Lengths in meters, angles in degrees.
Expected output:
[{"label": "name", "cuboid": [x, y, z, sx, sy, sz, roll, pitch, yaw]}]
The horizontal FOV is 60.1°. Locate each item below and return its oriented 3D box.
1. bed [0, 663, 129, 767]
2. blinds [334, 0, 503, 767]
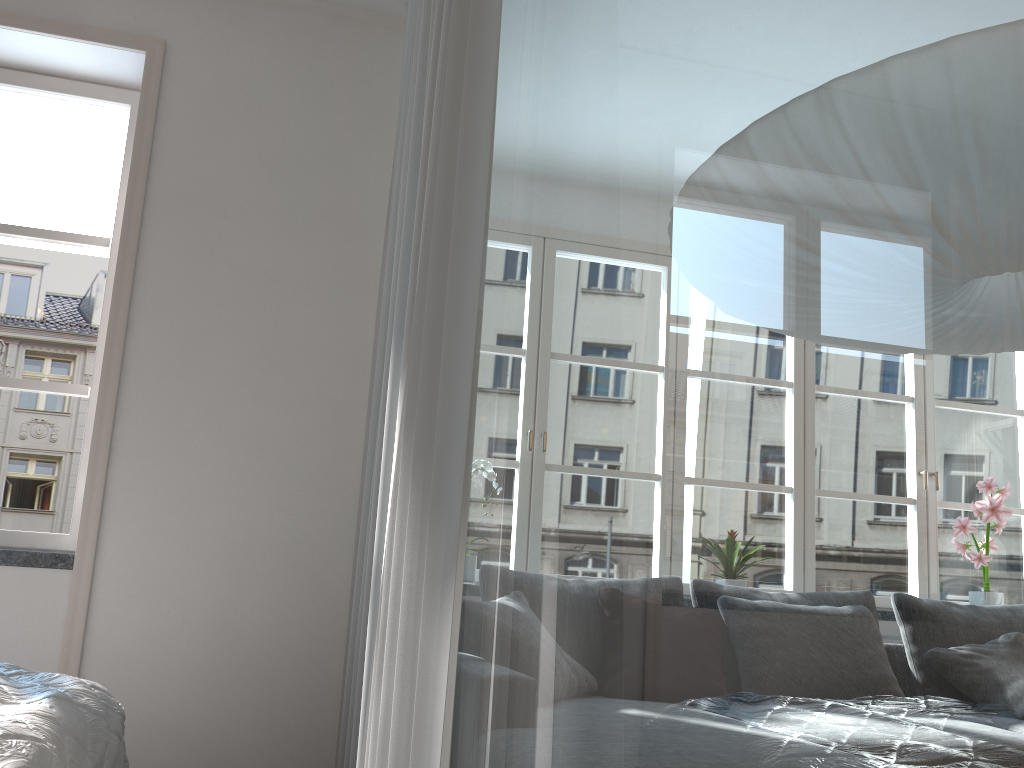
[{"label": "bed", "cuboid": [-1.832, 0.502, 0.962, 2.445, 0.752, 2.195, 6, -14, -12]}, {"label": "blinds", "cuboid": [-0.244, -0.173, 2.117, 0.153, 2.698, 1.831, 5, -11, -10]}]
